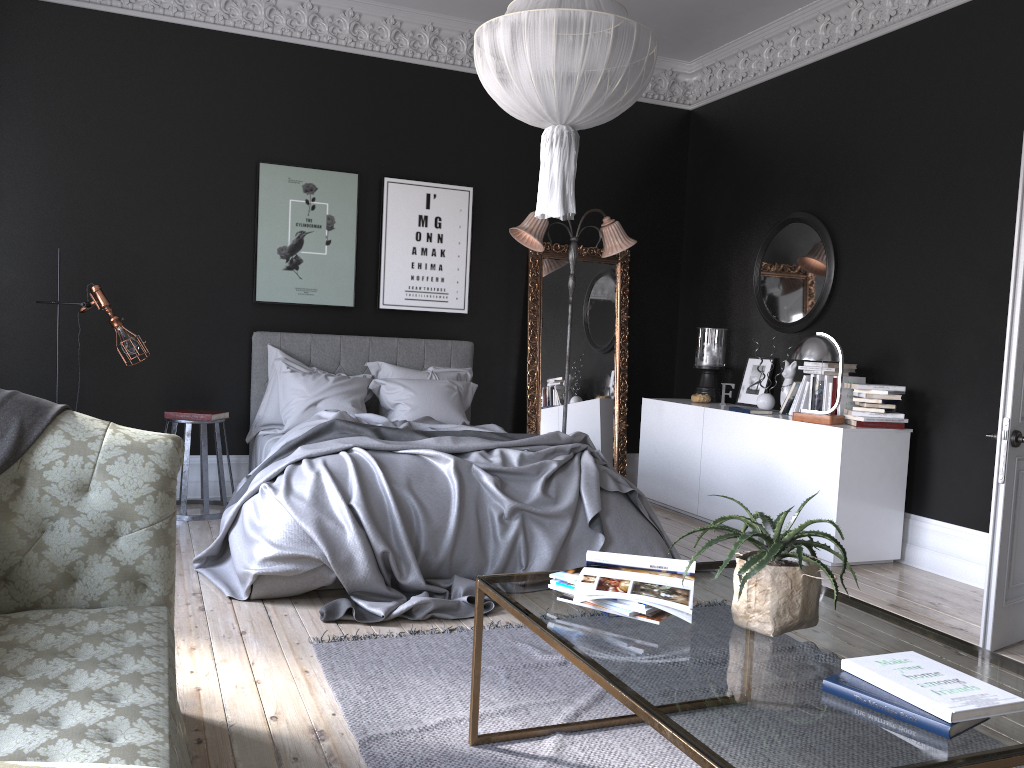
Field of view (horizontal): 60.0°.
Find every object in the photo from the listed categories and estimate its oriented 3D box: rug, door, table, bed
[{"bbox_3d":[0.758,1.220,2.533,2.106,0.050,3.640,2,3,-22],"label":"rug"},{"bbox_3d":[2.663,0.049,4.299,1.098,2.377,0.216,0,5,-35],"label":"door"},{"bbox_3d":[0.649,0.953,2.414,1.093,0.559,1.447,2,3,-22],"label":"table"},{"bbox_3d":[-0.709,0.357,5.756,2.765,1.300,3.279,1,4,-34],"label":"bed"}]

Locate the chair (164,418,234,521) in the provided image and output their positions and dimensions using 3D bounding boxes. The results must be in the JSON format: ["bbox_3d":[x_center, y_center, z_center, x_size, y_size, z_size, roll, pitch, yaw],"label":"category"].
[{"bbox_3d":[-2.244,0.575,6.269,0.613,0.674,0.613,4,4,22],"label":"chair"}]

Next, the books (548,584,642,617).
[{"bbox_3d":[0.306,0.607,2.575,0.252,0.011,0.318,0,4,-41],"label":"books"}]

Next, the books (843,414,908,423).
[{"bbox_3d":[2.337,0.222,5.707,0.319,0.025,0.228,2,3,-12],"label":"books"}]

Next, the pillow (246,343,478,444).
[{"bbox_3d":[-1.065,0.103,6.791,1.830,0.761,0.679,2,4,-23],"label":"pillow"}]

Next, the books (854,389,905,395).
[{"bbox_3d":[2.375,0.047,5.732,0.220,0.024,0.307,5,4,43],"label":"books"}]

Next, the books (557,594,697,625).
[{"bbox_3d":[0.330,0.621,2.540,0.318,0.011,0.252,5,3,34],"label":"books"}]

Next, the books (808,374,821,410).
[{"bbox_3d":[2.184,0.087,6.224,0.221,0.307,0.030,1,4,-22],"label":"books"}]

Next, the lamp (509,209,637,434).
[{"bbox_3d":[0.455,-0.222,7.199,0.986,2.414,0.771,3,4,10],"label":"lamp"}]

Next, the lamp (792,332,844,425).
[{"bbox_3d":[2.003,-0.044,5.815,0.328,0.591,0.340,-1,5,-42],"label":"lamp"}]

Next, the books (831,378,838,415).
[{"bbox_3d":[2.258,0.109,5.975,0.235,0.296,0.038,1,4,-22],"label":"books"}]

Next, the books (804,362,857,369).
[{"bbox_3d":[2.211,-0.131,6.166,0.220,0.030,0.306,2,3,-12],"label":"books"}]

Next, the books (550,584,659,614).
[{"bbox_3d":[0.314,0.598,2.561,0.318,0.011,0.252,5,4,39],"label":"books"}]

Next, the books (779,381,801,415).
[{"bbox_3d":[2.061,0.103,6.373,0.203,0.246,0.158,1,4,-22],"label":"books"}]

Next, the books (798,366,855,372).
[{"bbox_3d":[2.185,-0.104,6.157,0.220,0.024,0.307,1,3,-32],"label":"books"}]

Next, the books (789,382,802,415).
[{"bbox_3d":[2.105,0.108,6.346,0.195,0.245,0.132,1,4,-22],"label":"books"}]

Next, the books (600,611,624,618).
[{"bbox_3d":[0.300,0.633,2.600,0.162,0.023,0.231,2,3,-22],"label":"books"}]

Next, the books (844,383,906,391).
[{"bbox_3d":[2.336,0.020,5.722,0.306,0.030,0.220,3,3,-2],"label":"books"}]

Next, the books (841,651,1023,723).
[{"bbox_3d":[0.929,0.667,1.972,0.220,0.024,0.307,2,3,-22],"label":"books"}]

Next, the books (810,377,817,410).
[{"bbox_3d":[2.159,0.098,6.148,0.193,0.290,0.030,1,4,-23],"label":"books"}]

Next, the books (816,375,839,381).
[{"bbox_3d":[2.191,0.092,6.131,0.220,0.308,0.024,1,4,-22],"label":"books"}]

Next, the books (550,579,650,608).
[{"bbox_3d":[0.314,0.586,2.579,0.318,0.011,0.252,5,4,39],"label":"books"}]

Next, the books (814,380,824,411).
[{"bbox_3d":[2.164,0.113,6.094,0.204,0.270,0.029,1,4,-22],"label":"books"}]

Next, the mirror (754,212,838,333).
[{"bbox_3d":[2.152,-0.854,6.826,0.061,0.925,0.923,1,4,-22],"label":"mirror"}]

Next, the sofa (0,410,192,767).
[{"bbox_3d":[-1.409,0.621,1.671,1.606,1.162,2.809,2,3,-21],"label":"sofa"}]

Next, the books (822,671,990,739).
[{"bbox_3d":[0.866,0.692,1.953,0.193,0.030,0.289,1,4,-38],"label":"books"}]

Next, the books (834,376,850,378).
[{"bbox_3d":[2.268,0.102,6.016,0.221,0.307,0.030,1,4,-22],"label":"books"}]

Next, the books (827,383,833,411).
[{"bbox_3d":[2.232,0.123,6.035,0.195,0.259,0.026,1,4,-22],"label":"books"}]

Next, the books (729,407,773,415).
[{"bbox_3d":[1.734,0.192,6.445,0.193,0.030,0.289,2,3,-17],"label":"books"}]

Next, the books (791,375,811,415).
[{"bbox_3d":[2.123,0.085,6.299,0.220,0.296,0.126,1,4,-22],"label":"books"}]

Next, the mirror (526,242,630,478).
[{"bbox_3d":[0.594,-0.131,7.840,0.991,2.195,0.254,1,4,-22],"label":"mirror"}]

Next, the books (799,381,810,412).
[{"bbox_3d":[2.136,0.107,6.271,0.195,0.256,0.091,1,4,-22],"label":"books"}]

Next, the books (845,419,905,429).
[{"bbox_3d":[2.330,0.254,5.701,0.295,0.038,0.234,3,3,5],"label":"books"}]

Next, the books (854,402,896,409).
[{"bbox_3d":[2.350,0.133,5.744,0.193,0.030,0.289,3,3,9],"label":"books"}]

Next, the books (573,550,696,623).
[{"bbox_3d":[0.352,0.567,2.516,0.322,0.109,0.272,3,3,13],"label":"books"}]

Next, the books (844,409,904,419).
[{"bbox_3d":[2.336,0.192,5.734,0.318,0.031,0.229,3,3,8],"label":"books"}]

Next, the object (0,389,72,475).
[{"bbox_3d":[-1.852,0.270,2.500,0.516,0.586,1.366,5,3,27],"label":"object"}]

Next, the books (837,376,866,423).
[{"bbox_3d":[2.272,0.106,5.934,0.220,0.308,0.050,1,4,-22],"label":"books"}]

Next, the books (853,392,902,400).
[{"bbox_3d":[2.356,0.074,5.723,0.220,0.030,0.306,3,3,8],"label":"books"}]

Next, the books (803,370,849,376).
[{"bbox_3d":[2.183,-0.079,6.165,0.195,0.026,0.258,2,3,-12],"label":"books"}]

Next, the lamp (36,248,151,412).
[{"bbox_3d":[-3.255,-0.020,5.971,1.717,1.781,0.436,4,4,16],"label":"lamp"}]

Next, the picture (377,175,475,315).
[{"bbox_3d":[-0.702,-1.129,7.309,0.792,1.080,0.014,1,4,-22],"label":"picture"}]

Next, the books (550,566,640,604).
[{"bbox_3d":[0.313,0.575,2.587,0.318,0.011,0.252,6,4,44],"label":"books"}]

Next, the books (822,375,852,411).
[{"bbox_3d":[2.221,0.097,6.059,0.220,0.308,0.024,1,4,-22],"label":"books"}]

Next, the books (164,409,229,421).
[{"bbox_3d":[-2.216,0.218,6.249,0.346,0.045,0.275,3,3,7],"label":"books"}]

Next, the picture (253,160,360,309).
[{"bbox_3d":[-1.599,-1.154,6.940,0.792,1.080,0.014,1,4,-22],"label":"picture"}]

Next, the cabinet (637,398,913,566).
[{"bbox_3d":[1.818,0.642,6.676,0.570,0.883,2.393,1,3,-22],"label":"cabinet"}]

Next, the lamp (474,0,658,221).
[{"bbox_3d":[0.240,-1.727,3.751,0.782,2.051,0.783,4,4,21],"label":"lamp"}]

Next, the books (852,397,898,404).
[{"bbox_3d":[2.347,0.103,5.728,0.192,0.030,0.289,5,4,42],"label":"books"}]

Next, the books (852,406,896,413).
[{"bbox_3d":[2.345,0.163,5.738,0.202,0.029,0.268,5,4,38],"label":"books"}]
